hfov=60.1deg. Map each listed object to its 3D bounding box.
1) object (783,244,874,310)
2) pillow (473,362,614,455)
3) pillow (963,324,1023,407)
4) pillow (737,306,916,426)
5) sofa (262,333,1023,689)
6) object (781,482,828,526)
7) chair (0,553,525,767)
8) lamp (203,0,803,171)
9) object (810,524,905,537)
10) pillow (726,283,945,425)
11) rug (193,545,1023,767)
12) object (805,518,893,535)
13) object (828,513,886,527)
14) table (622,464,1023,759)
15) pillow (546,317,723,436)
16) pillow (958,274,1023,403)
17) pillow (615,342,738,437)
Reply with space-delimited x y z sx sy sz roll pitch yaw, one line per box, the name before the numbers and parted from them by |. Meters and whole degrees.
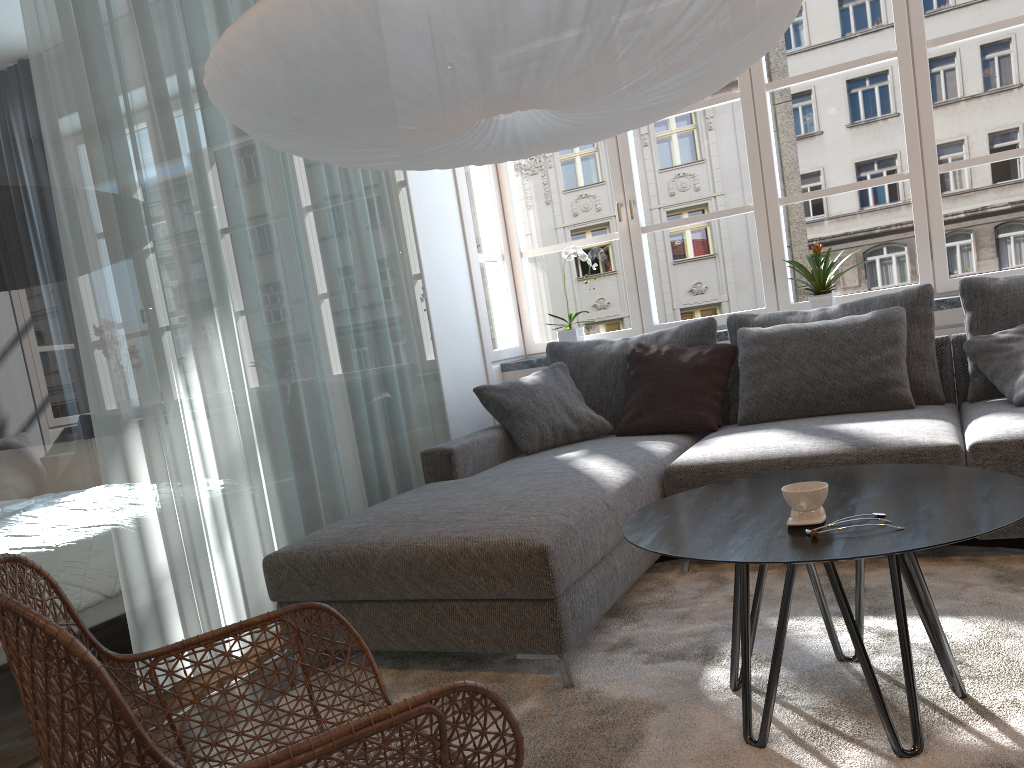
object | 1.431 -0.480 4.027 0.376 0.331 0.320 -9 5 2
pillow | 0.137 0.103 3.914 0.512 0.362 0.346 -11 5 -24
pillow | 1.915 -0.117 3.089 0.493 0.324 0.440 -8 4 8
pillow | 1.237 -0.067 3.543 0.669 0.400 0.289 -7 6 26
sofa | 1.028 0.295 2.900 3.078 0.677 2.019 -8 4 26
object | 0.586 0.246 1.784 0.092 0.069 0.137 -6 5 38
chair | -0.438 0.570 1.489 0.680 0.715 0.718 -12 6 -31
lamp | -0.008 -0.745 2.257 1.460 0.211 1.470 -11 3 -27
object | 0.643 0.271 1.650 0.168 0.015 0.014 -8 5 14
pillow | 1.307 -0.111 3.660 0.842 0.479 0.274 -7 6 27
rug | 0.577 0.751 1.952 2.840 0.012 2.815 -9 3 6
object | 0.643 0.268 1.692 0.163 0.016 0.025 -9 4 2
object | 0.676 0.264 1.739 0.124 0.010 0.026 -9 3 -7
table | 0.698 0.495 1.950 0.850 0.476 0.838 -7 4 29
pillow | 0.528 -0.004 4.040 0.839 0.482 0.272 -7 6 27
pillow | 2.116 -0.217 3.241 0.839 0.481 0.272 -7 6 27
pillow | 0.692 0.007 3.791 0.523 0.406 0.307 -7 6 28
